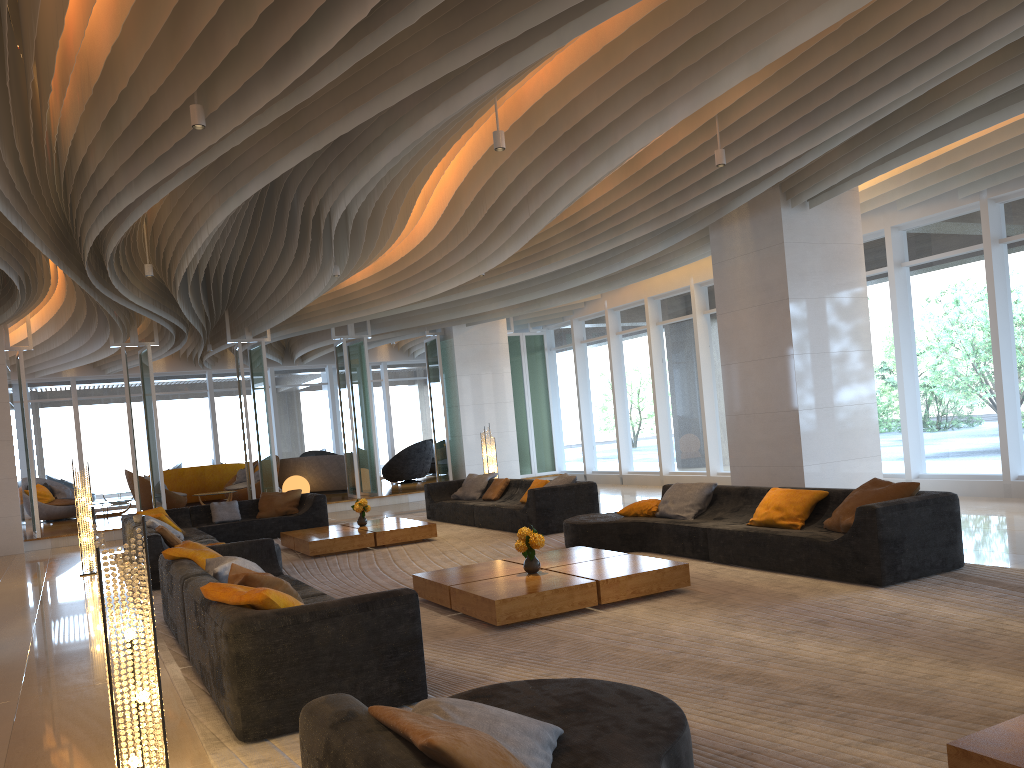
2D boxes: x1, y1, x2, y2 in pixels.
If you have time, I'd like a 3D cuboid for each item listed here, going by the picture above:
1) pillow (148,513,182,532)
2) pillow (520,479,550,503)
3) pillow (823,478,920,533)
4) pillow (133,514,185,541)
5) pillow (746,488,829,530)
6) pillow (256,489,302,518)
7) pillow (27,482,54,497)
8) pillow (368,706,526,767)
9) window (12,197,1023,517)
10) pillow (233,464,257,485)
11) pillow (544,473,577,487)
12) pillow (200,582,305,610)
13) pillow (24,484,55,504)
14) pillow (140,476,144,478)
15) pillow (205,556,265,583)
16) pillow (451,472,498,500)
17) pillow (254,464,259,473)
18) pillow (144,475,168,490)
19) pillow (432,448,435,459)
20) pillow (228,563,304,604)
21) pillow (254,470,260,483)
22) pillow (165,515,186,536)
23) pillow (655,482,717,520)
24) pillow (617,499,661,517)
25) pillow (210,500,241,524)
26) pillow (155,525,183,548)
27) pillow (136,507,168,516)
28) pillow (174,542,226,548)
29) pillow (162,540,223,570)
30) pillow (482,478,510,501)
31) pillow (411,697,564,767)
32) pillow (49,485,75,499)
[{"bbox_3d":[-4.549,1.833,11.491,0.417,0.335,0.328,-6,-1,28],"label":"pillow"},{"bbox_3d":[0.306,1.435,11.850,0.325,0.312,0.403,-5,-1,-25],"label":"pillow"},{"bbox_3d":[2.787,0.950,6.911,0.549,0.378,0.637,-5,-2,-5],"label":"pillow"},{"bbox_3d":[-4.440,1.815,11.173,0.553,0.377,0.643,-4,-2,-32],"label":"pillow"},{"bbox_3d":[2.345,1.102,7.625,0.455,0.394,0.629,-5,-2,-28],"label":"pillow"},{"bbox_3d":[-3.605,1.850,13.749,0.640,0.378,0.546,-5,-2,-5],"label":"pillow"},{"bbox_3d":[-10.286,2.378,19.400,0.371,0.422,0.608,-5,-2,6],"label":"pillow"},{"bbox_3d":[-0.110,1.035,2.390,0.402,0.392,0.598,-5,-2,-24],"label":"pillow"},{"bbox_3d":[2.852,-0.223,10.982,53.798,3.220,22.431,-7,-3,28],"label":"window"},{"bbox_3d":[-6.025,2.042,20.076,0.614,0.454,0.477,-6,-1,24],"label":"pillow"},{"bbox_3d":[0.544,1.364,11.405,0.549,0.378,0.637,-5,-2,-5],"label":"pillow"},{"bbox_3d":[-1.249,1.211,4.705,0.629,0.378,0.555,-7,-2,41],"label":"pillow"},{"bbox_3d":[-10.124,2.364,19.033,0.474,0.454,0.618,-5,-1,-11],"label":"pillow"},{"bbox_3d":[-7.598,2.081,18.263,0.376,0.422,0.598,-5,-2,-29],"label":"pillow"},{"bbox_3d":[-1.920,1.403,6.225,0.425,0.377,0.580,-5,-2,-25],"label":"pillow"},{"bbox_3d":[-0.593,1.574,13.682,0.629,0.378,0.555,-7,-2,41],"label":"pillow"},{"bbox_3d":[-5.631,1.985,20.007,0.597,0.422,0.377,-7,-1,41],"label":"pillow"},{"bbox_3d":[-7.253,2.058,18.062,0.612,0.454,0.479,-7,-2,44],"label":"pillow"},{"bbox_3d":[-2.401,1.931,24.715,0.630,0.454,0.465,-4,-2,-41],"label":"pillow"},{"bbox_3d":[-1.466,1.280,5.307,0.449,0.410,0.594,-5,-2,-25],"label":"pillow"},{"bbox_3d":[-5.554,2.005,19.594,0.469,0.409,0.498,-5,-1,-25],"label":"pillow"},{"bbox_3d":[-4.552,1.869,11.663,0.406,0.319,0.334,-6,-1,31],"label":"pillow"},{"bbox_3d":[1.717,1.199,8.876,0.467,0.416,0.657,-5,-2,-27],"label":"pillow"},{"bbox_3d":[1.397,1.303,9.286,0.443,0.193,0.593,-6,-3,28],"label":"pillow"},{"bbox_3d":[-4.316,1.924,13.356,0.412,0.312,0.318,-5,-1,-25],"label":"pillow"},{"bbox_3d":[-3.659,1.675,9.572,0.332,0.311,0.419,-5,-2,-25],"label":"pillow"},{"bbox_3d":[-5.188,1.958,12.889,0.336,0.316,0.414,-6,-2,35],"label":"pillow"},{"bbox_3d":[-3.301,1.739,9.409,0.409,0.136,0.418,-5,-2,7],"label":"pillow"},{"bbox_3d":[-2.386,1.421,6.983,0.549,0.378,0.637,-5,-2,-5],"label":"pillow"},{"bbox_3d":[-0.234,1.534,12.932,0.326,0.312,0.402,-5,-1,-29],"label":"pillow"},{"bbox_3d":[-0.099,1.090,2.777,0.469,0.247,0.430,-5,-2,8],"label":"pillow"},{"bbox_3d":[-9.984,2.411,19.709,0.458,0.409,0.510,-6,-1,30],"label":"pillow"}]
